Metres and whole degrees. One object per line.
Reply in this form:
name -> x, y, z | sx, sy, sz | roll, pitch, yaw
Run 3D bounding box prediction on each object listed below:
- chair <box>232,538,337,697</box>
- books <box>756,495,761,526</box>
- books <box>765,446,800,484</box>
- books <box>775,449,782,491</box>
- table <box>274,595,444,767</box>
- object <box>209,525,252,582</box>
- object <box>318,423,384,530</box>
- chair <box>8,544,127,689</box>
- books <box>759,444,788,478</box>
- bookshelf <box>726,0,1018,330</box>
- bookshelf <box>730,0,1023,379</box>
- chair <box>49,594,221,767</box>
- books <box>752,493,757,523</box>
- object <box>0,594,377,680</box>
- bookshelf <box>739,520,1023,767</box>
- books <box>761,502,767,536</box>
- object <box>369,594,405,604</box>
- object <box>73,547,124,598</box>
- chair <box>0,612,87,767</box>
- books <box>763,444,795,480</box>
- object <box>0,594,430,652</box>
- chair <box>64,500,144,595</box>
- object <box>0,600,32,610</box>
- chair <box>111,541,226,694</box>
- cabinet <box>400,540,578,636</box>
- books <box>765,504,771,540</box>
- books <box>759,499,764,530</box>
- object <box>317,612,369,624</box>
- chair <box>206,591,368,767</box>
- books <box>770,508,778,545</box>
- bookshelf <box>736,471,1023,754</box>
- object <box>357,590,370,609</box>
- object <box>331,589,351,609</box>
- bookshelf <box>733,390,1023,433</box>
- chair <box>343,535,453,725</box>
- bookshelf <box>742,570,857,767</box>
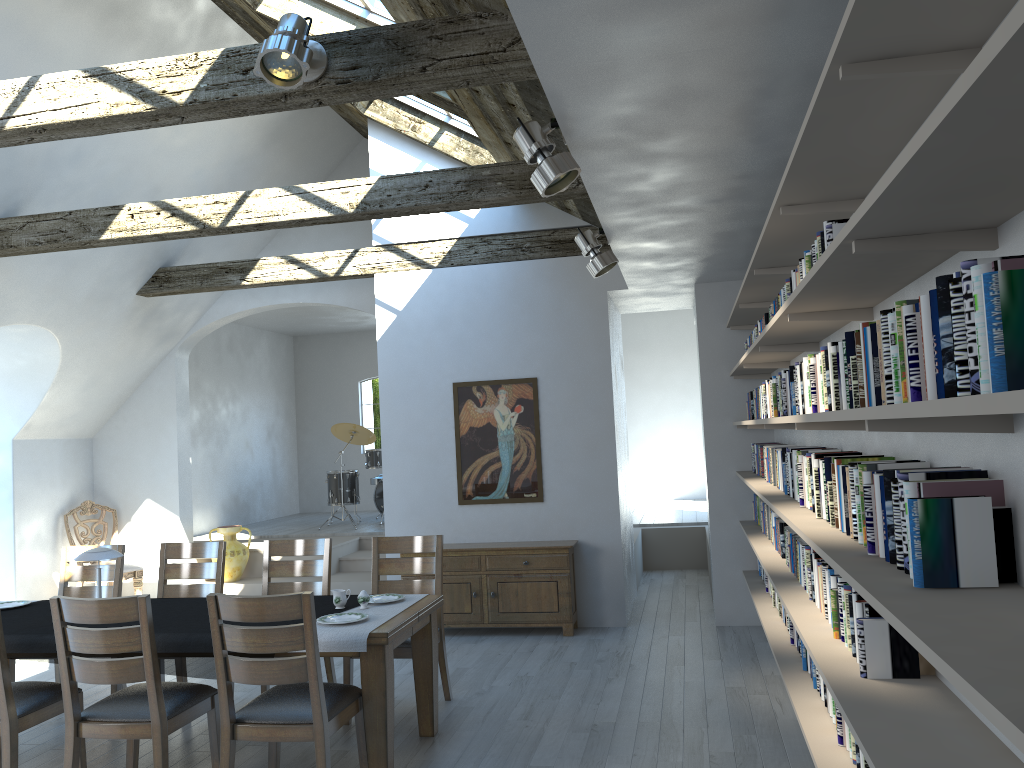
chair -> -1.417, 1.496, 5.484 | 0.514, 1.006, 0.605 | -4, -3, 11
books -> 1.940, 0.952, 6.640 | 0.189, 0.224, 0.345 | -4, -3, 11
books -> 1.695, 0.502, 5.515 | 0.209, 0.220, 0.278 | -3, -3, 9
books -> 1.577, 0.472, 4.934 | 0.189, 0.228, 0.249 | -4, -3, 11
table -> -1.964, 1.616, 4.768 | 3.078, 0.737, 0.939 | -4, -3, 11
object -> -3.122, 1.883, 9.838 | 0.402, 0.605, 0.396 | -1, -4, -32
object -> -1.748, 1.227, 12.473 | 2.354, 1.383, 1.465 | -1, -4, -35
chair -> -2.877, 1.587, 5.768 | 0.514, 1.006, 0.605 | -4, -3, 11
books -> 1.795, 0.528, 6.032 | 0.189, 0.224, 0.345 | -4, -3, 11
bookshelf -> 1.139, -0.642, 3.339 | 0.315, 0.070, 7.825 | -4, -3, 11
bookshelf -> 1.159, -0.248, 3.316 | 0.315, 0.070, 7.825 | -4, -3, 11
chair -> -1.703, 1.425, 4.041 | 0.514, 1.006, 0.605 | -4, -3, 11
books -> 2.001, 0.969, 6.939 | 0.209, 0.220, 0.278 | -3, -3, 9
object -> -1.954, 1.354, 4.786 | 2.456, 0.227, 1.073 | -4, -3, 11
bookshelf -> 1.219, 0.935, 3.246 | 0.315, 0.070, 7.825 | -4, -3, 11
books -> 1.839, 0.928, 6.118 | 0.209, 0.220, 0.278 | -3, -3, 9
object -> -0.706, 1.170, 4.815 | 0.250, 0.017, 0.253 | -4, -3, 11
object -> -2.257, 1.077, 4.849 | 0.251, 0.362, 0.251 | -5, -4, 34
chair -> -2.433, 1.471, 4.183 | 0.514, 1.006, 0.605 | -4, -3, 11
books -> 1.740, 0.512, 5.755 | 0.189, 0.228, 0.249 | -4, -3, 11
object -> -1.962, 1.282, 4.788 | 2.872, 0.077, 1.050 | -4, -3, 11
chair -> -4.209, 1.783, 9.162 | 0.655, 1.159, 0.552 | -5, -4, 36
object -> -2.982, 1.311, 5.241 | 0.250, 0.017, 0.253 | -4, -3, 11
chair -> -2.147, 1.541, 5.626 | 0.514, 1.006, 0.605 | -4, -3, 11
cabinet -> -0.191, 1.686, 7.302 | 1.481, 0.714, 0.383 | -4, -3, 11
books -> 1.777, 0.915, 5.819 | 0.189, 0.229, 0.343 | -4, -3, 11
books -> 1.884, 0.939, 6.359 | 0.189, 0.228, 0.249 | -4, -3, 11
object -> -0.825, 1.147, 4.322 | 0.250, 0.017, 0.253 | -4, -3, 11
chair -> -0.972, 1.380, 3.898 | 0.514, 1.006, 0.605 | -4, -3, 11
books -> 1.721, 0.893, 5.537 | 0.189, 0.228, 0.249 | -4, -3, 11
bookshelf -> 1.199, 0.541, 3.270 | 0.315, 0.070, 7.825 | -4, -3, 11
object -> -0.775, 1.125, 4.638 | 0.064, 0.092, 0.064 | -2, -3, -11
object -> -0.901, 1.131, 4.673 | 0.100, 0.098, 0.071 | -2, -4, -20
bookshelf -> 1.179, 0.147, 3.293 | 0.315, 0.070, 7.825 | -4, -3, 11
chair -> -0.687, 1.450, 5.341 | 0.514, 1.006, 0.605 | -4, -3, 11
bookshelf -> 1.239, 1.329, 3.223 | 0.315, 0.070, 7.825 | -4, -3, 11
